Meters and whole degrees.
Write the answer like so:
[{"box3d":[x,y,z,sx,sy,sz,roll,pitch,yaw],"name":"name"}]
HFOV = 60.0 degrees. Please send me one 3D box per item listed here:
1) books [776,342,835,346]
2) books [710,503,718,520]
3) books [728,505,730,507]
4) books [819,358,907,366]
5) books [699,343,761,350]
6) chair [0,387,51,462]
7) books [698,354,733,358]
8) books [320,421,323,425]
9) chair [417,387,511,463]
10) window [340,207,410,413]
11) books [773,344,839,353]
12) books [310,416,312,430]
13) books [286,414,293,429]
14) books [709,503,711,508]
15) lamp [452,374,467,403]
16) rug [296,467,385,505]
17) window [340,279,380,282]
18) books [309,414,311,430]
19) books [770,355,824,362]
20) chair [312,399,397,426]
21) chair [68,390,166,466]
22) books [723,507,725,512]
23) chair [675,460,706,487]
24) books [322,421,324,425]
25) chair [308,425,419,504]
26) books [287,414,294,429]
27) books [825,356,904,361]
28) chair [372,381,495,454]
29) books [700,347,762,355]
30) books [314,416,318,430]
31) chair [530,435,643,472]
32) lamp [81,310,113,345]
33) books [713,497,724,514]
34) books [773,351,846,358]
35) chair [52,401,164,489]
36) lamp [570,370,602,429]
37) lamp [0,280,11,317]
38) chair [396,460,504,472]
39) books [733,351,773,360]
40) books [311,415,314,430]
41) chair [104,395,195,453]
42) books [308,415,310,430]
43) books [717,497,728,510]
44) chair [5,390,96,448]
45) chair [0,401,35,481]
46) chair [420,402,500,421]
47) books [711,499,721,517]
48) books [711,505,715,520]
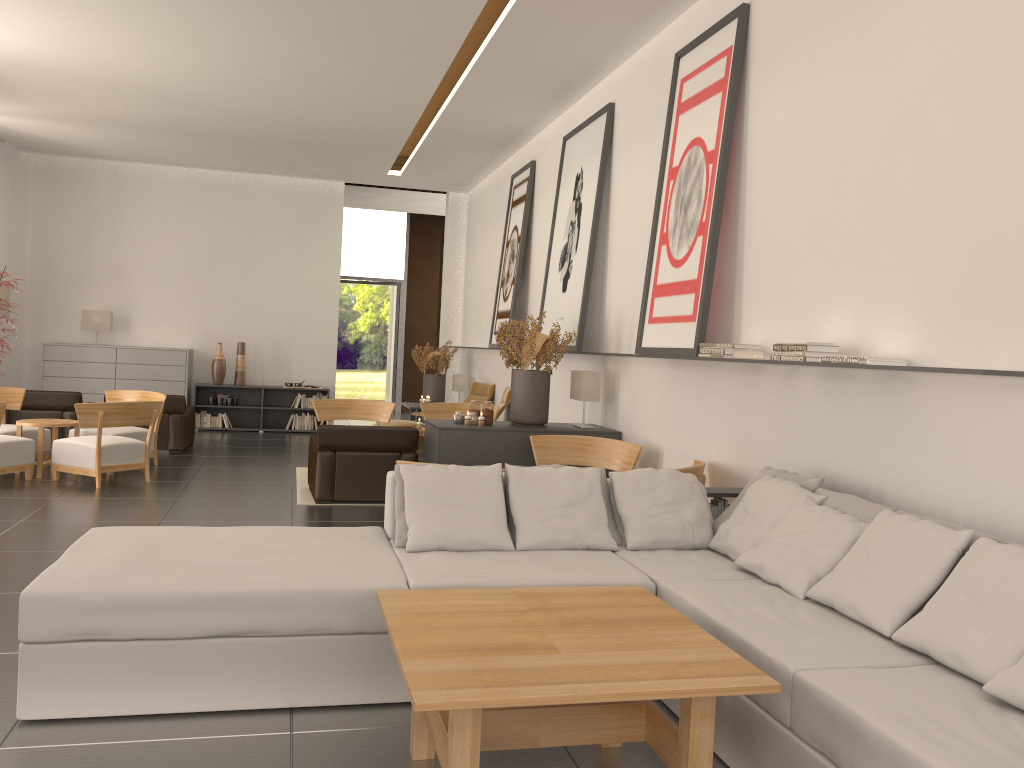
[{"box3d":[2.325,-0.319,7.039,0.256,0.023,0.434,2,2,-14],"name":"books"},{"box3d":[1.749,1.166,7.778,0.028,0.222,0.175,3,2,-14],"name":"books"},{"box3d":[1.869,1.169,7.804,0.028,0.226,0.168,3,2,-14],"name":"books"},{"box3d":[2.523,-0.159,6.389,0.337,0.034,0.517,2,2,-19],"name":"books"},{"box3d":[2.042,-0.355,8.336,0.299,0.040,0.526,2,2,-24],"name":"books"},{"box3d":[-8.100,0.687,13.991,1.151,1.226,1.452,3,2,21],"name":"chair"},{"box3d":[2.038,-0.256,8.346,0.376,0.032,0.504,2,2,-14],"name":"books"},{"box3d":[-4.611,0.932,21.459,0.154,0.360,0.249,3,1,-14],"name":"books"},{"box3d":[-1.243,0.774,17.083,2.421,1.485,1.300,3,2,-4],"name":"chair"},{"box3d":[-8.471,-2.924,27.797,10.307,7.378,0.100,2,1,-14],"name":"window"},{"box3d":[2.323,-0.280,7.024,0.284,0.053,0.485,2,2,-14],"name":"books"},{"box3d":[-4.856,0.930,21.389,0.020,0.341,0.268,3,2,-14],"name":"books"},{"box3d":[-5.344,0.903,21.276,0.154,0.360,0.249,3,1,-14],"name":"books"},{"box3d":[1.693,1.154,7.766,0.015,0.241,0.180,3,2,-14],"name":"books"},{"box3d":[-1.244,0.155,20.921,0.257,0.756,0.515,3,1,-14],"name":"lamp"},{"box3d":[-1.388,1.618,14.188,3.999,0.010,3.560,2,2,-14],"name":"rug"},{"box3d":[-1.593,-4.230,23.312,99.099,20.574,48.657,2,2,-14],"name":"window"},{"box3d":[-4.877,0.922,21.384,0.023,0.356,0.267,3,2,-14],"name":"books"},{"box3d":[2.326,-0.196,7.037,0.316,0.040,0.504,2,2,-14],"name":"books"},{"box3d":[-2.680,0.903,15.070,1.451,1.226,1.151,2,2,-14],"name":"chair"},{"box3d":[-6.501,0.740,14.665,1.452,1.226,1.151,4,2,26],"name":"chair"},{"box3d":[1.822,1.173,7.785,0.012,0.215,0.153,3,1,-14],"name":"books"},{"box3d":[1.254,1.350,8.722,1.151,1.226,1.452,4,2,31],"name":"chair"},{"box3d":[-4.582,0.927,21.465,0.156,0.371,0.252,3,1,-14],"name":"books"},{"box3d":[-2.139,1.093,12.800,1.537,1.075,1.500,2,2,-14],"name":"chair"},{"box3d":[-5.315,0.898,21.282,0.156,0.371,0.252,3,1,-14],"name":"books"},{"box3d":[2.536,-0.184,6.384,0.337,0.018,0.433,2,2,-19],"name":"books"},{"box3d":[-1.689,0.683,18.884,2.420,1.485,1.300,2,2,-24],"name":"chair"},{"box3d":[2.055,-0.303,8.337,0.391,0.063,0.498,2,2,-14],"name":"books"},{"box3d":[-4.743,0.944,21.432,0.106,0.325,0.238,3,2,-14],"name":"books"},{"box3d":[0.713,1.261,10.339,1.452,1.226,1.151,4,2,26],"name":"chair"},{"box3d":[-9.648,-1.307,20.611,0.619,0.796,0.310,2,1,-14],"name":"lamp"},{"box3d":[1.806,1.142,7.782,0.021,0.274,0.156,3,1,-14],"name":"books"},{"box3d":[2.359,-0.234,7.045,0.350,0.038,0.525,2,2,-9],"name":"books"},{"box3d":[-5.959,0.829,13.047,1.151,1.226,1.452,4,2,31],"name":"chair"},{"box3d":[0.982,0.206,11.973,0.257,0.757,0.515,3,1,-14],"name":"lamp"},{"box3d":[-11.141,-0.628,18.834,0.908,3.177,1.001,3,1,-14],"name":"lamp"},{"box3d":[-0.303,1.297,8.111,1.452,1.226,1.151,3,2,11],"name":"chair"},{"box3d":[2.183,-0.242,7.742,0.301,0.064,0.407,2,2,-24],"name":"books"},{"box3d":[-4.826,0.927,21.433,0.057,0.346,0.197,3,1,-14],"name":"books"},{"box3d":[-6.929,0.699,16.933,1.537,1.075,1.500,2,2,-14],"name":"chair"},{"box3d":[-4.896,0.928,21.379,0.014,0.341,0.267,3,2,-14],"name":"books"},{"box3d":[1.842,1.144,7.796,0.028,0.273,0.165,3,1,-14],"name":"books"},{"box3d":[-8.661,0.630,16.502,1.537,1.075,1.500,2,2,-14],"name":"chair"},{"box3d":[-7.516,0.775,12.437,1.452,1.226,1.151,3,2,11],"name":"chair"},{"box3d":[-0.877,0.974,15.519,1.451,1.226,1.151,2,2,-14],"name":"chair"},{"box3d":[1.781,1.151,7.772,0.028,0.254,0.149,3,1,-14],"name":"books"},{"box3d":[1.720,1.167,7.764,0.034,0.217,0.161,3,2,-14],"name":"books"}]
